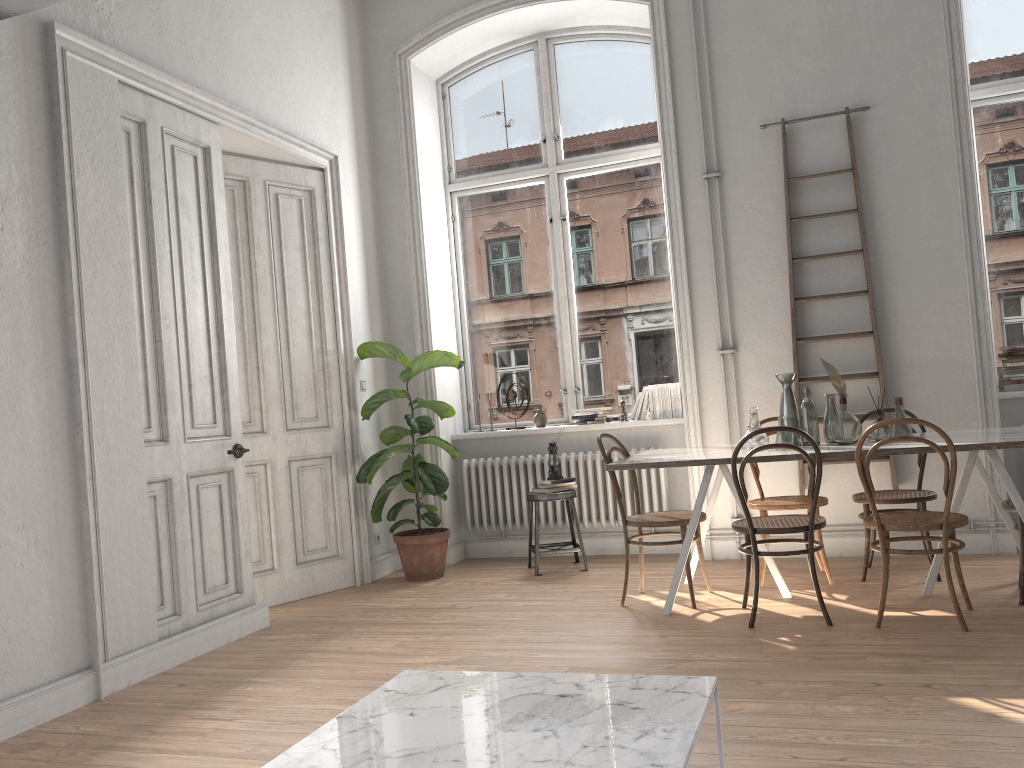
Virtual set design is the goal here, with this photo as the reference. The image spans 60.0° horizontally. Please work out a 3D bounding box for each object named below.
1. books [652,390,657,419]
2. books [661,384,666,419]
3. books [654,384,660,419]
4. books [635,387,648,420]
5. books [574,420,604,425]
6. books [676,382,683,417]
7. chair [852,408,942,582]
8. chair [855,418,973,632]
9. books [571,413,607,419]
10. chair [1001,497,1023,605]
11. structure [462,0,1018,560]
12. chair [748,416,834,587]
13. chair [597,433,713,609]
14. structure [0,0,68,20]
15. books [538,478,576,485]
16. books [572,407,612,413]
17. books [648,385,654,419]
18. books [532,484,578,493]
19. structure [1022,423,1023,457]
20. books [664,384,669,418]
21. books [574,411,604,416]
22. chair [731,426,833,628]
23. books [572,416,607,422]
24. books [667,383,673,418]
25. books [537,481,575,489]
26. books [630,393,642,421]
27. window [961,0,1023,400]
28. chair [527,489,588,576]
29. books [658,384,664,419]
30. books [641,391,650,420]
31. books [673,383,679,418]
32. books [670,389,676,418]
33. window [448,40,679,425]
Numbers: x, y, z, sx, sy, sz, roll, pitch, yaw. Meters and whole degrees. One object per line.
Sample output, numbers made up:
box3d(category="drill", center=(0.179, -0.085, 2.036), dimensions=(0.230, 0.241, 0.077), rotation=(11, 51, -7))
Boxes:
box3d(category="books", center=(1.032, 0.146, 6.328), dimensions=(0.020, 0.205, 0.155), rotation=(-5, -1, 19))
box3d(category="books", center=(1.095, 0.121, 6.322), dimensions=(0.019, 0.243, 0.174), rotation=(-5, -1, 19))
box3d(category="books", center=(1.047, 0.125, 6.312), dimensions=(0.024, 0.243, 0.175), rotation=(-5, -1, 19))
box3d(category="books", center=(0.937, 0.139, 6.360), dimensions=(0.100, 0.235, 0.174), rotation=(-5, -2, 19))
box3d(category="books", center=(0.563, 0.281, 6.482), dimensions=(0.147, 0.023, 0.221), rotation=(-4, -2, -22))
box3d(category="books", center=(1.197, 0.112, 6.271), dimensions=(0.024, 0.243, 0.175), rotation=(-5, -1, 19))
box3d(category="chair", center=(2.148, 0.603, 4.986), dimensions=(0.438, 0.920, 0.549), rotation=(-5, -2, 26))
box3d(category="chair", center=(1.803, 0.601, 3.989), dimensions=(0.438, 0.920, 0.549), rotation=(-5, -2, 30))
box3d(category="books", center=(0.566, 0.235, 6.475), dimensions=(0.221, 0.023, 0.147), rotation=(-6, -2, 35))
box3d(category="chair", center=(2.601, 0.541, 4.156), dimensions=(0.549, 0.920, 0.438), rotation=(-6, -2, 32))
box3d(category="structure", center=(1.918, -1.138, 5.749), dimensions=(5.183, 4.473, 0.340), rotation=(-5, -1, 19))
box3d(category="chair", center=(1.583, 0.653, 5.101), dimensions=(0.438, 0.920, 0.549), rotation=(-5, -1, 17))
box3d(category="chair", center=(0.777, 0.710, 4.823), dimensions=(0.549, 0.920, 0.438), rotation=(-5, -2, 28))
box3d(category="structure", center=(-0.220, -1.956, 0.107), dimensions=(5.928, 1.213, 4.158), rotation=(-5, -2, 19))
box3d(category="books", center=(0.301, 0.657, 5.993), dimensions=(0.221, 0.027, 0.147), rotation=(-3, -2, -38))
box3d(category="books", center=(0.586, 0.188, 6.477), dimensions=(0.244, 0.019, 0.174), rotation=(-6, -2, 29))
box3d(category="books", center=(1.012, 0.129, 6.357), dimensions=(0.024, 0.243, 0.175), rotation=(-5, -1, 19))
box3d(category="books", center=(0.291, 0.707, 5.993), dimensions=(0.246, 0.034, 0.194), rotation=(-4, -2, -30))
box3d(category="structure", center=(3.817, 0.451, 5.170), dimensions=(1.577, 0.552, 0.194), rotation=(-5, -1, 19))
box3d(category="books", center=(1.117, 0.120, 6.320), dimensions=(0.024, 0.243, 0.175), rotation=(-5, -1, 19))
box3d(category="books", center=(0.563, 0.215, 6.464), dimensions=(0.205, 0.020, 0.155), rotation=(-5, -2, 9))
box3d(category="chair", center=(1.265, 0.652, 4.217), dimensions=(0.438, 0.920, 0.549), rotation=(-5, -1, 15))
box3d(category="books", center=(0.566, 0.257, 6.477), dimensions=(0.205, 0.022, 0.155), rotation=(-6, -2, 39))
box3d(category="books", center=(1.130, 0.118, 6.292), dimensions=(0.019, 0.243, 0.174), rotation=(-5, -1, 19))
box3d(category="books", center=(0.301, 0.680, 5.993), dimensions=(0.232, 0.029, 0.163), rotation=(-4, -2, -10))
box3d(category="books", center=(0.903, 0.162, 6.377), dimensions=(0.105, 0.194, 0.155), rotation=(-5, -2, 18))
box3d(category="window", center=(10.353, -6.346, 6.351), dimensions=(14.388, 15.932, 26.397), rotation=(-5, -2, 19))
box3d(category="chair", center=(0.286, 0.982, 5.962), dimensions=(0.364, 0.522, 0.360), rotation=(-4, -1, -7))
box3d(category="books", center=(1.071, 0.123, 6.313), dimensions=(0.019, 0.243, 0.174), rotation=(-5, -1, 19))
box3d(category="books", center=(0.962, 0.153, 6.353), dimensions=(0.072, 0.203, 0.155), rotation=(-5, -2, 19))
box3d(category="books", center=(1.180, 0.114, 6.298), dimensions=(0.024, 0.243, 0.175), rotation=(-5, -1, 19))
box3d(category="books", center=(1.153, 0.134, 6.285), dimensions=(0.020, 0.205, 0.155), rotation=(-5, -1, 19))
box3d(category="window", center=(0.360, -1.158, 6.729), dimensions=(1.623, 2.842, 0.013), rotation=(-5, -1, 19))
